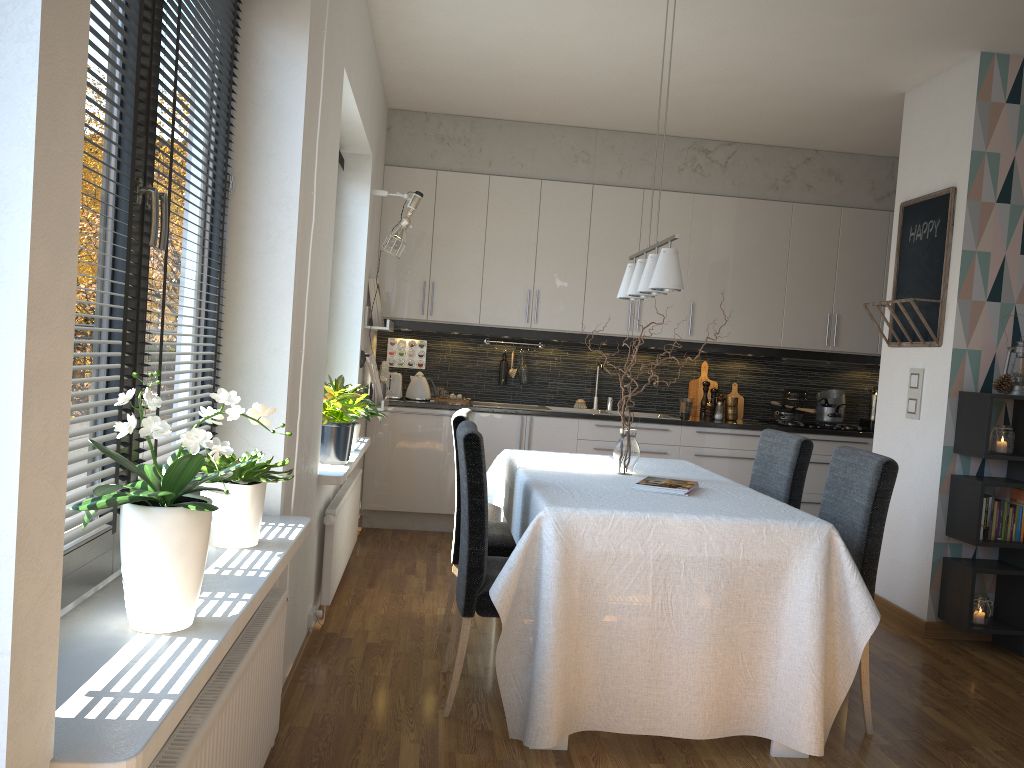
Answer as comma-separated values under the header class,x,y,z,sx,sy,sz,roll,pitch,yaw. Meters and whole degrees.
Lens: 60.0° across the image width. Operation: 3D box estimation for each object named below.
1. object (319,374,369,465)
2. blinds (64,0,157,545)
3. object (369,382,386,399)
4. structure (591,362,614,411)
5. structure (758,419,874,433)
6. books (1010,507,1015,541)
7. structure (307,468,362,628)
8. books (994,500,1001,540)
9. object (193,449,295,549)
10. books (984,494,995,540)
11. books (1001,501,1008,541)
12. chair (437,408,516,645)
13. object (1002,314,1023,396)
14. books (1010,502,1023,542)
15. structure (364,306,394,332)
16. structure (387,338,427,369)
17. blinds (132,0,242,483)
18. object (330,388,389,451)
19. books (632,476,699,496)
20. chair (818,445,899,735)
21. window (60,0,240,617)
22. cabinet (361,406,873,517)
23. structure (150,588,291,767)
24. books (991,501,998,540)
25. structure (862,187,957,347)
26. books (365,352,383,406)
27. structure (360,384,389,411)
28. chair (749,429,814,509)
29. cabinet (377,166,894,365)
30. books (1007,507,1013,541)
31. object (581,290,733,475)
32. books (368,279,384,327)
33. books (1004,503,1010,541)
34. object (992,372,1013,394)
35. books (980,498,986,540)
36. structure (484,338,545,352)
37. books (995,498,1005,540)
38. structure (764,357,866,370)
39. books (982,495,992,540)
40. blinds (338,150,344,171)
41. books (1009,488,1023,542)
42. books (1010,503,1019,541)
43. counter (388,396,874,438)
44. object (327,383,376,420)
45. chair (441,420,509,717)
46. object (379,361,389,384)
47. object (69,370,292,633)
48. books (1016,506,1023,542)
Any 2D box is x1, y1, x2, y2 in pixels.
class,x,y,z,sx,sy,sz,roll,pitch,yaw
object,-0.788,0.147,3.847,0.299,0.385,0.333,5,2,10
blinds,-0.697,-0.411,1.449,0.049,1.423,0.710,4,2,-5
object,-0.860,0.056,5.675,0.103,0.124,0.103,4,2,-8
structure,0.687,0.021,6.439,0.167,0.347,0.195,4,2,-13
structure,2.181,0.292,6.375,0.662,0.041,0.500,4,2,-5
books,2.318,0.650,4.162,0.013,0.155,0.100,4,2,-5
structure,-0.802,0.719,4.165,0.078,0.460,1.456,4,2,-4
books,2.243,0.632,4.162,0.015,0.181,0.116,4,2,-5
object,-0.689,0.279,2.212,0.283,0.237,0.267,3,2,-23
books,2.214,0.619,4.163,0.014,0.203,0.115,4,2,-5
books,2.279,0.634,4.170,0.015,0.181,0.116,4,2,-5
chair,-0.018,0.611,3.861,0.545,0.961,0.461,4,2,0
object,2.362,-0.139,4.115,0.154,0.383,0.163,5,3,11
books,2.368,0.647,4.162,0.012,0.170,0.096,4,2,-5
structure,-0.809,-0.394,5.440,0.147,0.129,0.594,4,2,-5
structure,-0.759,-0.219,6.384,0.279,0.210,0.045,4,3,-5
blinds,-0.759,-0.438,2.168,0.049,1.423,0.710,4,2,-5
object,-0.805,0.169,4.332,0.371,0.309,0.379,3,2,-31
books,0.579,0.379,3.307,0.204,0.022,0.278,5,2,21
chair,1.022,0.705,3.249,0.545,0.961,0.461,4,2,0
window,-12.662,0.957,1.475,21.819,18.383,12.970,5,3,25
cabinet,1.129,0.629,6.022,4.224,0.691,0.040,4,3,-5
structure,-0.603,0.805,1.882,0.078,0.460,1.456,4,2,-6
books,2.228,0.631,4.159,0.015,0.181,0.116,4,2,-5
structure,2.006,-0.581,4.524,0.185,0.775,0.495,4,2,-5
books,-0.842,-0.031,5.394,0.138,0.331,0.283,4,2,-7
structure,-0.843,0.077,5.461,0.147,0.129,0.594,4,2,-5
chair,0.961,0.679,3.949,0.545,0.961,0.461,4,2,-5
cabinet,1.197,-0.781,6.321,4.236,1.070,0.457,4,3,-5
books,2.305,0.649,4.160,0.013,0.155,0.100,4,2,-5
object,0.533,-0.017,3.641,0.615,0.785,0.403,3,3,-31
books,-0.820,-0.485,5.421,0.109,0.299,0.364,4,2,-5
books,2.293,0.639,4.163,0.012,0.175,0.099,4,2,-5
object,2.258,-0.007,4.082,0.086,0.101,0.078,5,2,9
books,2.162,0.619,4.155,0.025,0.195,0.126,4,2,-5
structure,0.020,-0.280,6.438,0.443,0.081,0.067,4,2,-5
books,2.261,0.630,4.169,0.021,0.187,0.121,4,2,-5
structure,2.214,-0.203,6.487,0.623,0.148,0.362,4,2,-5
books,2.191,0.619,4.160,0.032,0.200,0.123,4,2,-5
blinds,-0.969,-0.529,4.569,0.049,1.423,0.710,4,2,-5
books,2.393,0.615,4.177,0.029,0.236,0.127,4,2,-5
books,2.332,0.645,4.164,0.014,0.170,0.109,4,2,-5
counter,1.125,0.329,6.295,4.250,0.192,0.622,4,2,-5
object,-0.892,0.146,4.724,0.354,0.316,0.292,4,2,-14
chair,0.043,0.637,3.160,0.545,0.961,0.461,4,2,-5
object,-0.825,-0.017,5.701,0.060,0.267,0.119,4,3,-14
object,-0.572,0.204,1.564,0.340,0.444,0.286,3,2,-17
books,2.351,0.648,4.160,0.022,0.165,0.096,4,2,-5
